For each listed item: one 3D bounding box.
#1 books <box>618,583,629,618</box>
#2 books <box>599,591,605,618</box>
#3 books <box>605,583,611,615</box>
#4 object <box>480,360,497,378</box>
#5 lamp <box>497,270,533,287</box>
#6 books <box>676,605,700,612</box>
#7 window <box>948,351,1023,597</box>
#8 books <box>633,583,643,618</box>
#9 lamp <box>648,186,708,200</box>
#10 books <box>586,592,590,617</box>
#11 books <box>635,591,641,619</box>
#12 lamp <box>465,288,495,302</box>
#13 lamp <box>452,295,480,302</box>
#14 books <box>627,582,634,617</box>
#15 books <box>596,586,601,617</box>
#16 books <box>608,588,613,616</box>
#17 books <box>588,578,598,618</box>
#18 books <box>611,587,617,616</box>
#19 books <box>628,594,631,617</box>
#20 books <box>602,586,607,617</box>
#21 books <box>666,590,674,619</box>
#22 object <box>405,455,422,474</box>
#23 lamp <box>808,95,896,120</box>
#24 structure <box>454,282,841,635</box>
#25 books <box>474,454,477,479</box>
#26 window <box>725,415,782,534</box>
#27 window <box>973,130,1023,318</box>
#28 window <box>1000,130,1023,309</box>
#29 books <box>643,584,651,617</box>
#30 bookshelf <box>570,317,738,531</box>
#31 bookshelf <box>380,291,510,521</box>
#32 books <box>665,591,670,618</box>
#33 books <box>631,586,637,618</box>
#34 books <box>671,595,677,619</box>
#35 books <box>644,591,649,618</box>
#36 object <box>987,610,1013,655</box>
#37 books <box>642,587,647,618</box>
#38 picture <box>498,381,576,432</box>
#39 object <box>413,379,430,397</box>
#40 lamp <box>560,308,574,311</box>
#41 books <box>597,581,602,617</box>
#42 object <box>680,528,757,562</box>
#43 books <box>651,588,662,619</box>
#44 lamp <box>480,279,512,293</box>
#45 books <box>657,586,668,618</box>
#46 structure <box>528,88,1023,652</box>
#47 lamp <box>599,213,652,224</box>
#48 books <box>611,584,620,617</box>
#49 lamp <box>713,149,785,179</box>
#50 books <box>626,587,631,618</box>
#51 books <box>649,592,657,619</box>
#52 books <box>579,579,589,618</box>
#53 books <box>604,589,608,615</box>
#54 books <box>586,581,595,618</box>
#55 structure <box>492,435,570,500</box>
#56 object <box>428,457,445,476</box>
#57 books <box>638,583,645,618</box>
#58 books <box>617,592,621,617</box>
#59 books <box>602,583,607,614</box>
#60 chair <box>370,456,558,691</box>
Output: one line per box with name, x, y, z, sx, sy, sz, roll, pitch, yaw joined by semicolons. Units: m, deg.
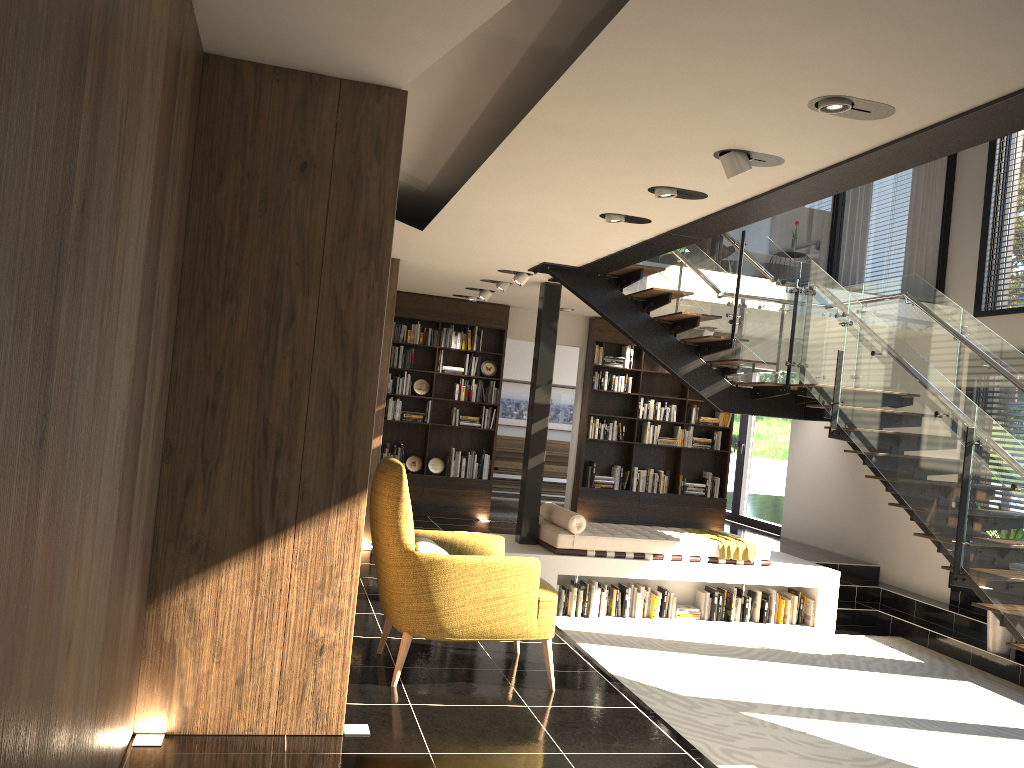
books;1.068;2.093;8.586;0.033;0.299;0.195;6;-1;-14
books;0.840;2.097;8.495;0.029;0.240;0.165;6;-1;-14
books;0.911;2.085;8.596;0.025;0.285;0.137;6;-1;-14
object;-0.294;-0.186;11.086;0.212;0.222;0.082;6;-1;-14
lamp;0.032;-1.055;8.372;0.346;0.262;0.195;6;-1;-14
books;1.713;2.227;8.800;0.249;0.026;0.148;6;-2;-17
window;5.054;0.928;8.715;0.358;2.475;1.393;6;-1;-14
books;1.217;2.106;8.640;0.026;0.305;0.187;6;-1;-14
lamp;0.923;-1.105;4.912;0.346;0.177;0.195;6;-1;-14
books;0.693;2.083;8.455;0.029;0.237;0.146;6;-1;-14
books;1.193;2.133;8.616;0.027;0.246;0.193;6;-1;-14
lamp;-0.354;-1.052;9.872;0.346;0.262;0.195;6;-1;-14
lamp;-0.544;-1.093;10.627;0.346;0.177;0.195;6;-1;-14
books;1.141;2.097;8.635;0.023;0.308;0.126;6;-1;-14
books;0.798;2.071;8.477;0.025;0.282;0.149;6;-1;-14
books;0.937;2.100;8.588;0.023;0.260;0.133;6;-1;-14
books;0.763;2.039;8.468;0.051;0.338;0.187;6;-1;-14
books;0.961;2.101;8.577;0.019;0.261;0.183;6;-1;-14
books;1.114;2.113;8.629;0.029;0.271;0.128;6;-1;-14
books;0.862;2.084;8.514;0.021;0.270;0.148;6;-1;-14
books;1.539;2.165;8.736;0.020;0.257;0.154;6;-1;-14
object;-1.203;0.986;10.863;0.212;0.222;0.082;6;-1;-14
lamp;1.311;-1.117;3.410;0.346;0.158;0.195;6;-1;-14
structure;1.463;0.736;9.088;3.783;3.244;1.148;6;-1;-14
books;-0.474;1.025;11.076;0.011;0.300;0.153;6;-1;-14
window;3.665;0.937;14.007;0.184;2.475;2.981;6;-1;-14
window;5.337;-1.915;8.754;0.358;2.475;1.393;6;-1;-14
window;5.407;-1.908;8.764;0.005;2.296;1.221;6;-1;-14
books;1.314;2.123;8.690;0.036;0.293;0.128;6;-1;-14
bookshelf;1.909;0.586;11.691;2.091;2.682;0.273;6;-1;-14
bookshelf;-1.006;0.276;10.937;1.704;2.682;0.273;6;-1;-14
books;1.500;2.164;8.754;0.045;0.251;0.142;6;-1;-14
books;1.165;2.110;8.632;0.025;0.287;0.169;6;-1;-14
books;1.561;2.187;8.743;0.030;0.218;0.186;6;-1;-14
books;1.282;2.140;8.671;0.034;0.252;0.151;6;-1;-14
object;4.494;1.782;8.106;0.877;1.337;0.830;6;-1;-25
books;1.260;2.117;8.650;0.023;0.293;0.157;6;-1;-14
picture;0.301;0.369;15.052;3.544;0.748;0.035;6;-1;-14
object;-1.114;0.045;10.896;0.212;0.222;0.082;6;-1;-14
lamp;0.660;-0.974;10.949;0.195;0.158;0.346;6;-1;-14
books;0.819;2.058;8.491;0.021;0.313;0.139;6;-1;-14
object;2.079;1.811;9.270;0.466;0.510;1.166;6;-1;-14
books;1.390;2.148;8.673;0.050;0.258;0.215;6;-1;-14
lamp;-0.159;-1.069;9.121;0.346;0.231;0.195;6;-1;-14
books;1.470;2.144;8.728;0.031;0.284;0.176;6;-1;-14
structure;2.514;0.332;5.442;3.448;4.867;7.279;6;-1;-15
lamp;0.730;-1.103;5.664;0.346;0.177;0.195;6;-1;-14
books;0.987;2.093;8.575;0.028;0.282;0.172;6;-1;-14
lamp;1.113;-1.071;4.161;0.346;0.247;0.195;6;-1;-14
books;1.093;2.099;8.605;0.025;0.293;0.205;6;-1;-14
books;1.353;2.157;8.655;0.028;0.232;0.205;6;-1;-14
books;0.675;2.037;8.426;0.030;0.322;0.202;6;-1;-14
books;0.884;2.101;8.591;0.026;0.246;0.149;6;-1;-14
books;0.730;2.050;8.438;0.028;0.309;0.211;6;-1;-14
structure;-0.151;1.340;14.750;6.278;0.981;0.885;6;-1;-14
object;-0.936;1.014;10.927;0.212;0.222;0.082;6;-1;-14
books;1.241;2.108;8.640;0.020;0.305;0.172;6;-1;-14
books;1.019;2.121;8.597;0.050;0.234;0.149;6;-1;-14
books;0.878;2.074;8.542;0.020;0.295;0.102;6;-1;-14
chair;-0.270;0.974;4.732;1.031;1.097;0.807;6;-1;-15
